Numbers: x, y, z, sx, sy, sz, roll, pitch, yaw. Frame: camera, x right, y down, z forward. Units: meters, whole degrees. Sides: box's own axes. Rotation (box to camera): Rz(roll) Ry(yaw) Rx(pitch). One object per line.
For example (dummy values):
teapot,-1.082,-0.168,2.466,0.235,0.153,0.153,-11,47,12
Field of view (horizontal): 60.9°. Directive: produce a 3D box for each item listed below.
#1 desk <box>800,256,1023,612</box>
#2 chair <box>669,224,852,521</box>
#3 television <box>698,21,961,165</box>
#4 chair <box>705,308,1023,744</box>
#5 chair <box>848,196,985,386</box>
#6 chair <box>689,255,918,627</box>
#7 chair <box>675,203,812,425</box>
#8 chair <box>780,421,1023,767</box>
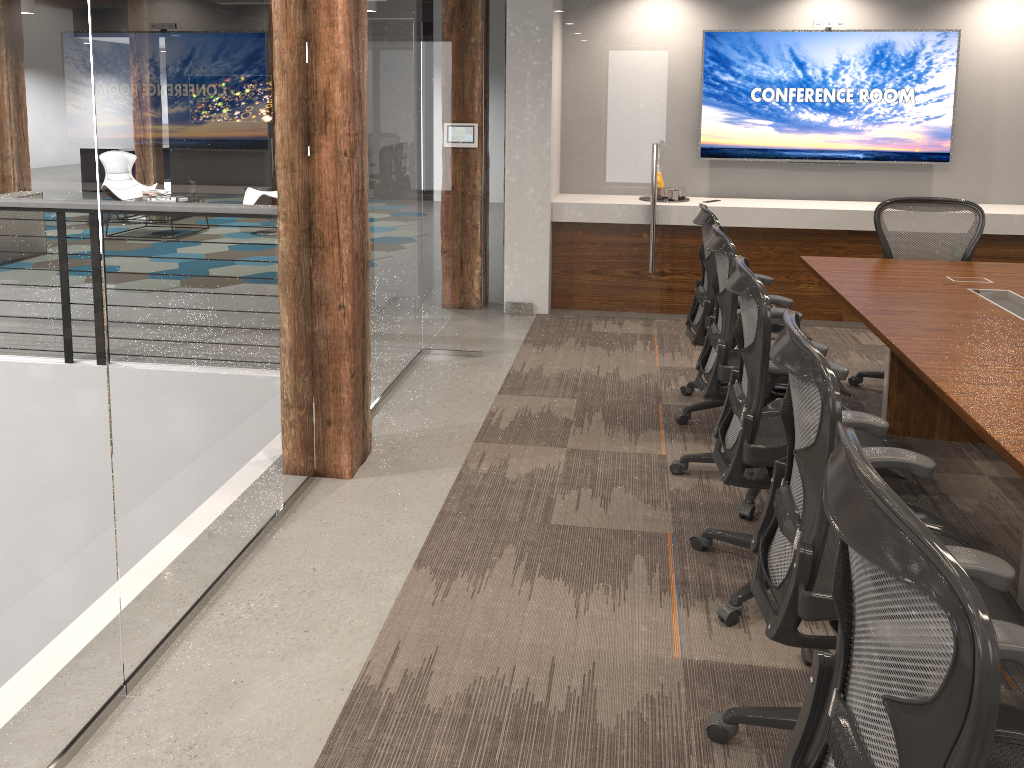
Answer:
desk,1.865,0.635,1.851,1.404,0.727,6.280,3,18,8
chair,1.088,-0.121,3.672,0.792,1.057,0.797,-1,11,-8
television,2.441,-2.266,6.784,1.910,1.076,0.067,3,8,8
chair,0.892,0.388,2.081,0.792,1.057,0.797,-1,11,-6
chair,2.343,-0.456,4.752,0.771,1.057,0.820,-1,12,-8
chair,1.021,0.143,2.847,0.761,1.056,0.830,1,11,1
chair,1.243,-0.361,4.423,0.764,1.056,0.827,3,12,14
chair,0.781,0.648,1.270,0.761,1.056,0.830,0,11,-3
